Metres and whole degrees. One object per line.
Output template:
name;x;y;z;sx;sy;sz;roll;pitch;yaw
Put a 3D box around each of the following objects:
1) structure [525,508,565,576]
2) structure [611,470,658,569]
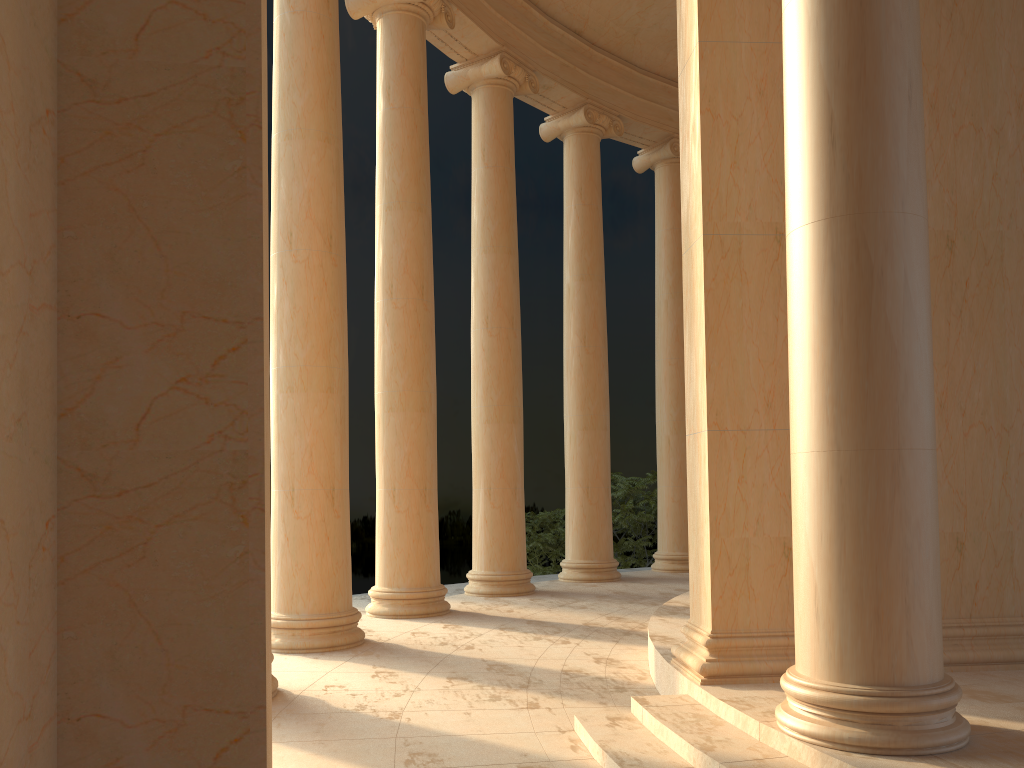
structure;45.195;308.816;1520.608;149.256;187.732;156.241;-1;-4;8
structure;233.536;303.362;1607.302;247.135;298.545;238.582;-1;-4;-2
